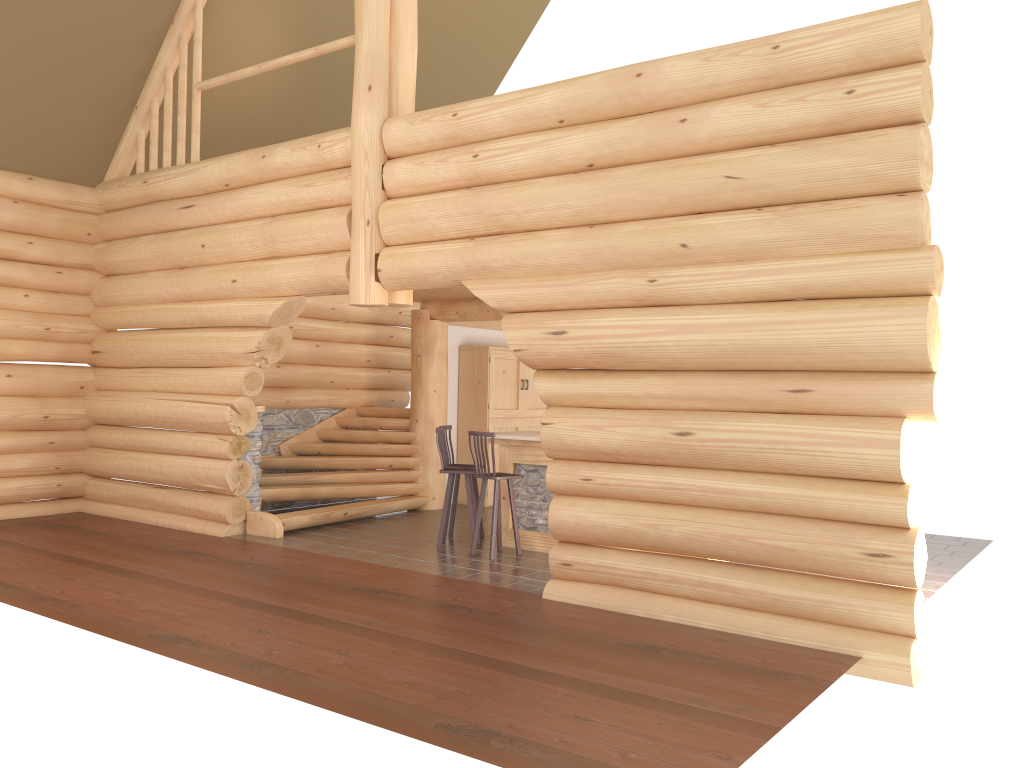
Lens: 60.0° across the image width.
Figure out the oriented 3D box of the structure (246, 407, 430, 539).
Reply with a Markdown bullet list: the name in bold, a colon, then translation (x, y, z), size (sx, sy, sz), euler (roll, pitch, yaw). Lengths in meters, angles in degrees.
- **structure**: translation (-2.632, 0.973, 12.239), size (1.951, 1.643, 3.604), euler (1, 0, 30)

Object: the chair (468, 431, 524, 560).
- **chair**: translation (-0.178, 1.163, 9.446), size (0.504, 1.319, 0.406), euler (1, 0, -44)

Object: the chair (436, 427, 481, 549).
- **chair**: translation (-0.614, 1.157, 9.976), size (0.504, 1.319, 0.406), euler (1, 0, 4)

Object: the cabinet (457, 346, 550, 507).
- **cabinet**: translation (-0.057, 0.648, 14.162), size (0.670, 2.403, 1.847), euler (1, 0, 36)

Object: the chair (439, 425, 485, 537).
- **chair**: translation (-0.602, 1.160, 10.497), size (0.504, 1.319, 0.406), euler (1, 0, 16)

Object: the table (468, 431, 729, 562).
- **table**: translation (1.139, 1.222, 9.661), size (3.220, 1.257, 1.196), euler (1, 0, 36)
